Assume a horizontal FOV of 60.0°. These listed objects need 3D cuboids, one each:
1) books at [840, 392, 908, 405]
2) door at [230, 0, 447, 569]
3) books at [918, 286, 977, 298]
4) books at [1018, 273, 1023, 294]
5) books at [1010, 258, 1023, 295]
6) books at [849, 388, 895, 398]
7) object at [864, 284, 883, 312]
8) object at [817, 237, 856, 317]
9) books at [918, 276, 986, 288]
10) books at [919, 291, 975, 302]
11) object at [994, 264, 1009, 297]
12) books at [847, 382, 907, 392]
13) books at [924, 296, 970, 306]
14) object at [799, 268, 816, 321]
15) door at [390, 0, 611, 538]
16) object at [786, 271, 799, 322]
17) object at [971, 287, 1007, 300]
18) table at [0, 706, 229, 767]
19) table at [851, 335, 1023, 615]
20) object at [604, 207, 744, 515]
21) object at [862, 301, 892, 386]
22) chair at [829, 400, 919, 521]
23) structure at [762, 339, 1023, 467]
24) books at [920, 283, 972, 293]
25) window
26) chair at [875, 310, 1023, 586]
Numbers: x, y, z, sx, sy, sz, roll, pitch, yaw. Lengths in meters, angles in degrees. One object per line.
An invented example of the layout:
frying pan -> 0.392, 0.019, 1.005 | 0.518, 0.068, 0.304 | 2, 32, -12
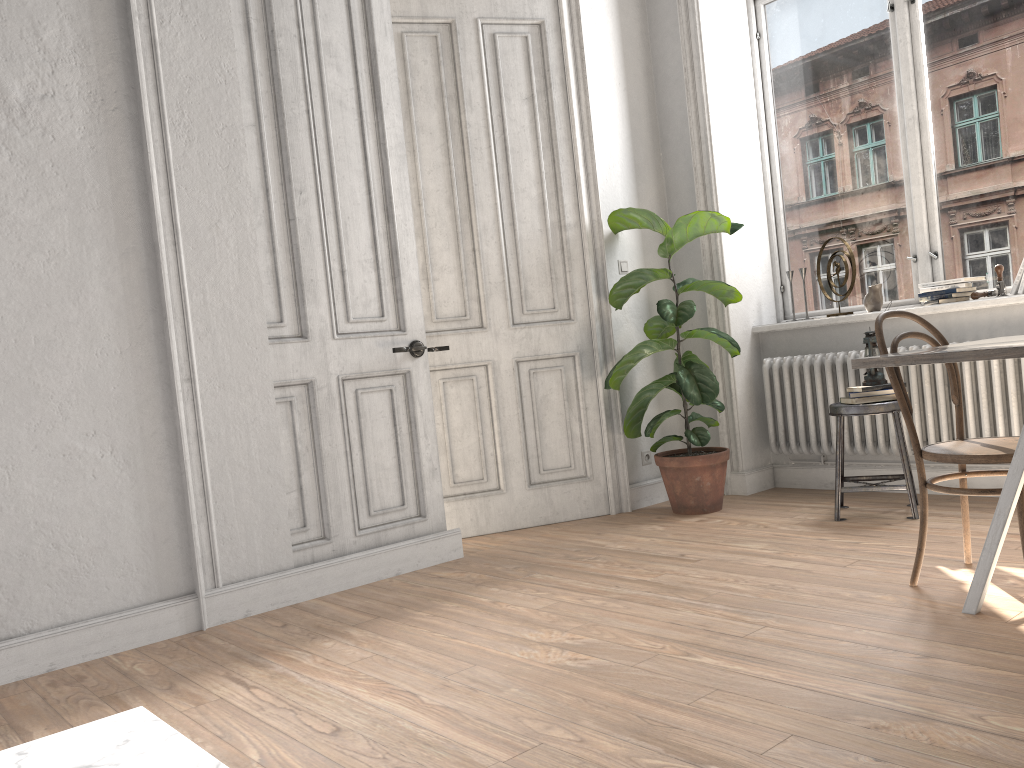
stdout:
books -> 1.690, 0.065, 4.145 | 0.246, 0.034, 0.194 | -6, 1, 0
door -> -0.872, -0.534, 3.772 | 1.096, 2.815, 0.216 | -7, 2, -39
books -> 2.148, -0.453, 4.377 | 0.147, 0.023, 0.221 | -7, 1, -24
books -> 2.406, -0.537, 4.082 | 0.174, 0.235, 0.100 | -7, 2, -40
books -> 2.386, -0.516, 4.115 | 0.155, 0.194, 0.105 | -7, 2, -41
books -> 1.697, 0.038, 4.137 | 0.232, 0.029, 0.162 | -6, 1, 21
object -> 1.896, -0.449, 4.653 | 0.100, 0.142, 0.102 | -5, 2, 25
object -> 1.760, -0.579, 4.799 | 0.087, 0.425, 0.347 | -6, 2, -8
books -> 2.163, -0.501, 4.364 | 0.174, 0.019, 0.244 | -7, 2, -30
books -> 2.150, -0.432, 4.380 | 0.155, 0.022, 0.205 | -6, 1, -20
object -> 2.279, -0.482, 4.140 | 0.048, 0.153, 0.088 | -5, 2, 20
books -> 1.696, 0.016, 4.135 | 0.221, 0.027, 0.147 | -6, 1, -8
books -> 2.151, -0.409, 4.388 | 0.147, 0.023, 0.221 | -6, 1, 9
object -> 1.630, -0.500, 4.933 | 0.095, 0.289, 0.095 | -7, 2, -17
door -> -0.096, -0.635, 4.646 | 1.096, 2.815, 0.216 | -6, 2, -15
object -> 1.599, -0.500, 5.060 | 0.095, 0.289, 0.095 | -6, 2, -8
object -> 2.272, -0.432, 4.243 | 0.153, 0.048, 0.088 | -6, 1, 0
table -> -0.618, 0.724, 0.817 | 0.849, 0.392, 0.849 | -7, 2, -40
table -> 2.174, 0.207, 2.165 | 1.099, 0.780, 2.201 | -7, 2, -40
object -> 2.325, -0.353, 2.565 | 0.791, 1.843, 5.828 | -7, 2, -35
object -> 1.704, -0.190, 4.139 | 0.163, 0.383, 0.154 | -5, 2, 24
chair -> 1.683, 0.342, 4.145 | 0.364, 0.523, 0.360 | -5, 2, 24
structure -> 2.888, -1.743, 2.947 | 0.340, 4.475, 5.183 | -8, 2, -40
books -> 2.138, -0.473, 4.367 | 0.205, 0.020, 0.155 | -5, 2, 40
window -> 2.033, -1.867, 4.572 | 0.013, 2.844, 1.623 | -8, 2, -40
chair -> 1.523, 0.189, 2.895 | 0.437, 0.921, 0.549 | -7, 2, -32
